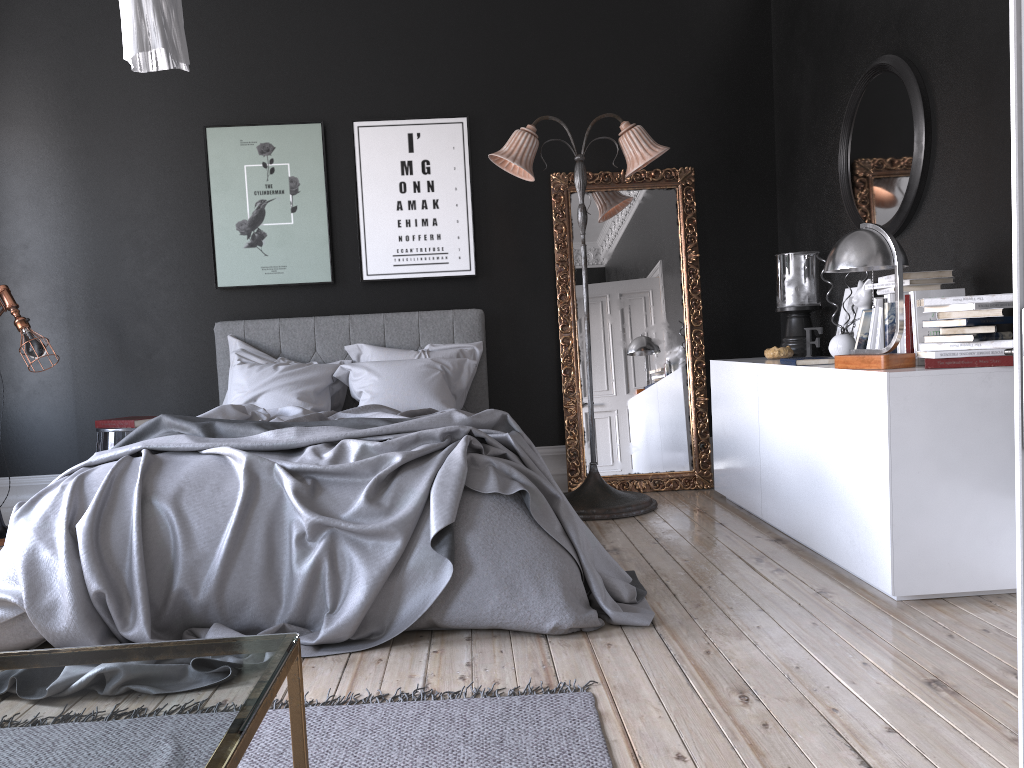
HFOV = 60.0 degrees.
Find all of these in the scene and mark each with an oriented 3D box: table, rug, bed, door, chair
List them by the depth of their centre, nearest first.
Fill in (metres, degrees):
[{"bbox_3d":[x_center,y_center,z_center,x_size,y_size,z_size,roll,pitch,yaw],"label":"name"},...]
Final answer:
[{"bbox_3d":[-0.879,0.789,0.878,1.092,0.559,1.447,-3,3,-3],"label":"table"},{"bbox_3d":[-0.717,1.045,0.950,2.105,0.050,3.640,-3,3,-2],"label":"rug"},{"bbox_3d":[1.577,-0.300,1.985,1.097,2.377,0.216,-4,4,-15],"label":"door"},{"bbox_3d":[-1.074,0.258,4.491,2.764,1.300,3.280,-4,3,-14],"label":"bed"},{"bbox_3d":[-2.326,0.591,5.490,0.613,0.674,0.612,0,5,41],"label":"chair"}]

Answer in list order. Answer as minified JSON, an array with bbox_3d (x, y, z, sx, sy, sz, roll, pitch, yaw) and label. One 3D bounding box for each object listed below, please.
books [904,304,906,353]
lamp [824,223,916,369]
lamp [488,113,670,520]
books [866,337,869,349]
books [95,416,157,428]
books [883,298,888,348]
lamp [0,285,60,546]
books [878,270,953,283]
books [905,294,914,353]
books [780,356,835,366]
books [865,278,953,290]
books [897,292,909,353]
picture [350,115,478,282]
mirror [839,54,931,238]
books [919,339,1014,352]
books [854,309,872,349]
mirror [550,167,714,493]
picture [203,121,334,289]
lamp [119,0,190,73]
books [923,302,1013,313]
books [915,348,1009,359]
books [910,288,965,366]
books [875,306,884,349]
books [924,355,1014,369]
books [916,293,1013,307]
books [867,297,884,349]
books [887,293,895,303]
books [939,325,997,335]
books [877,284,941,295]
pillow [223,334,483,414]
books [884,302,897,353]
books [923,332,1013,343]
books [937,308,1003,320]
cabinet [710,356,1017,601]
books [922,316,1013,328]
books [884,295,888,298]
[{"bbox_3d":[1.762,-0.216,3.764,0.195,0.259,0.026,-3,4,-3],"label":"books"},{"bbox_3d":[1.460,-0.361,3.636,0.328,0.591,0.340,-4,4,-23],"label":"lamp"},{"bbox_3d":[0.461,-0.433,5.464,0.986,2.414,0.771,-1,4,30],"label":"lamp"},{"bbox_3d":[1.746,-0.224,4.100,0.195,0.245,0.132,-3,4,-3],"label":"books"},{"bbox_3d":[-2.333,0.233,5.465,0.346,0.045,0.275,-2,3,27],"label":"books"},{"bbox_3d":[1.730,-0.236,3.896,0.193,0.290,0.030,-3,4,-3],"label":"books"},{"bbox_3d":[-3.419,0.084,5.557,1.718,1.781,0.436,-1,5,35],"label":"lamp"},{"bbox_3d":[1.768,-0.469,3.898,0.220,0.030,0.306,-3,3,7],"label":"books"},{"bbox_3d":[1.765,-0.231,3.699,0.235,0.296,0.038,-3,4,-3],"label":"books"},{"bbox_3d":[1.438,-0.112,4.318,0.193,0.030,0.289,-3,3,3],"label":"books"},{"bbox_3d":[1.742,-0.440,3.897,0.220,0.024,0.307,-4,3,-13],"label":"books"},{"bbox_3d":[1.758,-0.241,3.790,0.220,0.308,0.024,-3,4,-3],"label":"books"},{"bbox_3d":[-0.656,-1.246,5.970,0.791,1.080,0.014,-3,4,-3],"label":"picture"},{"bbox_3d":[1.882,-1.194,4.549,0.061,0.925,0.923,-3,3,-3],"label":"mirror"},{"bbox_3d":[1.763,-0.151,3.444,0.318,0.031,0.229,-2,3,27],"label":"books"},{"bbox_3d":[1.714,-0.226,4.140,0.203,0.246,0.158,-3,4,-3],"label":"books"},{"bbox_3d":[0.813,-0.362,6.019,0.991,2.195,0.254,-3,4,-3],"label":"mirror"},{"bbox_3d":[-1.623,-1.194,5.926,0.791,1.080,0.014,-3,4,-3],"label":"picture"},{"bbox_3d":[-1.011,-1.869,2.310,0.782,2.051,0.783,0,5,41],"label":"lamp"},{"bbox_3d":[1.789,-0.298,3.432,0.307,0.024,0.220,-4,3,-28],"label":"books"},{"bbox_3d":[1.758,-0.121,3.419,0.319,0.025,0.228,-3,3,7],"label":"books"},{"bbox_3d":[1.765,-0.235,3.656,0.220,0.308,0.050,-3,4,-3],"label":"books"},{"bbox_3d":[1.750,-0.227,4.019,0.195,0.256,0.091,-3,4,-3],"label":"books"},{"bbox_3d":[1.751,-0.089,3.414,0.295,0.038,0.234,-2,3,24],"label":"books"},{"bbox_3d":[1.747,-0.323,3.435,0.306,0.030,0.220,-2,3,17],"label":"books"},{"bbox_3d":[1.745,-0.248,4.050,0.220,0.296,0.126,-3,4,-3],"label":"books"},{"bbox_3d":[1.754,-0.245,3.869,0.220,0.308,0.024,-3,4,-3],"label":"books"},{"bbox_3d":[1.776,-0.212,3.450,0.193,0.030,0.289,-1,3,28],"label":"books"},{"bbox_3d":[1.745,-0.415,3.906,0.195,0.026,0.258,-3,3,7],"label":"books"},{"bbox_3d":[-1.080,0.019,5.589,1.830,0.761,0.679,-3,3,-3],"label":"pillow"},{"bbox_3d":[1.717,-0.221,3.842,0.204,0.270,0.029,-3,4,-3],"label":"books"},{"bbox_3d":[1.771,-0.181,3.446,0.268,0.029,0.203,-5,3,-33],"label":"books"},{"bbox_3d":[1.770,-0.271,3.430,0.220,0.030,0.306,-2,3,27],"label":"books"},{"bbox_3d":[1.627,0.327,4.501,0.570,0.883,2.393,-3,3,-3],"label":"cabinet"},{"bbox_3d":[1.766,-0.240,3.436,0.289,0.030,0.193,-4,3,-28],"label":"books"},{"bbox_3d":[1.777,-0.250,3.958,0.221,0.307,0.030,-3,4,-3],"label":"books"}]
